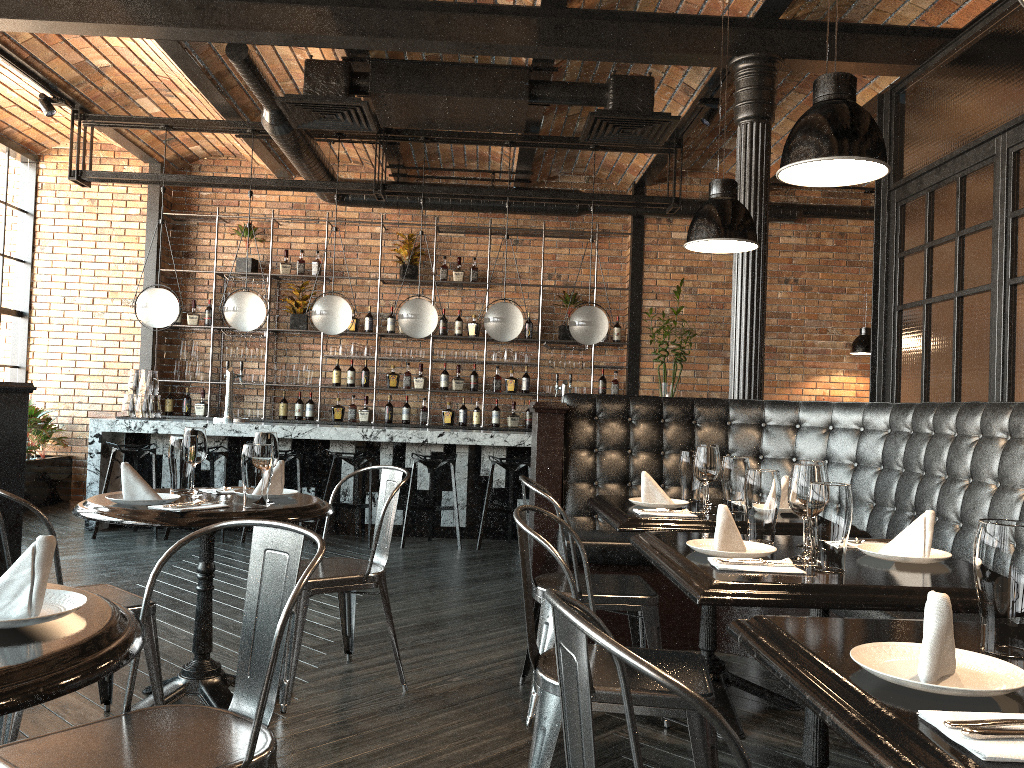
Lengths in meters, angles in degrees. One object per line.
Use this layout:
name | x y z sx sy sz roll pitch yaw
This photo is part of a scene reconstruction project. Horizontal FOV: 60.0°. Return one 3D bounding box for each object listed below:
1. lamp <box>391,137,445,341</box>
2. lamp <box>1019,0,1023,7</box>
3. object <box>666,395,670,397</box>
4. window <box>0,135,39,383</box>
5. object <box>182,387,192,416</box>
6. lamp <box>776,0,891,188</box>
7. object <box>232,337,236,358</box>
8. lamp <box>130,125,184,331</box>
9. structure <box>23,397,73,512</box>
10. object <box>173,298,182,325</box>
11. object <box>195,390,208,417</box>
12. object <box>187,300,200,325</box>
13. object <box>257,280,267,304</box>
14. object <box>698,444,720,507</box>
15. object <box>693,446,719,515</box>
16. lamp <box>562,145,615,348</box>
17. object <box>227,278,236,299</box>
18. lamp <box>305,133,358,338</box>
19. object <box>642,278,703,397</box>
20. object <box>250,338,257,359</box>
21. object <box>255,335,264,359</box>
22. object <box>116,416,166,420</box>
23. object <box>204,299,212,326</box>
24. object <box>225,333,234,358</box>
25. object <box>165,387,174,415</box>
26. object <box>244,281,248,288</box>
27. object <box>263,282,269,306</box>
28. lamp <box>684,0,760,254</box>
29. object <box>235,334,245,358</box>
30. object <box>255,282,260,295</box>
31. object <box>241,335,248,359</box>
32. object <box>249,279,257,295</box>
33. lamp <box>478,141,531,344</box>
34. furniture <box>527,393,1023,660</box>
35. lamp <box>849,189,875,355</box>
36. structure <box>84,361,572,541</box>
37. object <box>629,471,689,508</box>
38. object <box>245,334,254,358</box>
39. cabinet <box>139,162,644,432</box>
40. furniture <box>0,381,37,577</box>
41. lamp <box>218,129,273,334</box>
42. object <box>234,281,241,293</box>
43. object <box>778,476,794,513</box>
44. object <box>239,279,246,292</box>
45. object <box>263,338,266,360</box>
lamp | -0.778 -1.244 7.601 0.340 1.754 0.340 1 -2 44
lamp | 0.933 -1.417 1.311 0.291 1.653 0.291 1 -2 43
object | 1.573 0.302 8.522 0.319 0.397 0.316 3 -2 -43
window | -4.703 -0.904 0.957 0.168 3.253 16.179 2 -1 -2
object | -3.386 0.184 9.243 0.086 0.297 0.086 1 -2 32
lamp | 0.894 -1.391 2.412 0.291 1.653 0.291 1 -2 43
object | -2.939 -0.395 9.372 0.092 0.244 0.092 2 -1 4
lamp | -2.973 -1.328 7.525 0.340 1.754 0.340 1 -2 44
structure | -4.575 0.595 6.987 0.757 1.072 4.107 2 -1 -3
object | -3.510 -0.755 9.318 0.086 0.298 0.086 4 -2 -43
object | -3.230 0.200 9.260 0.123 0.279 0.123 2 -1 12
object | -3.331 -0.738 9.279 0.123 0.279 0.123 2 -2 -13
object | -2.600 -0.959 9.232 0.092 0.244 0.092 2 -1 4
object | 0.779 0.361 3.521 0.092 0.244 0.092 2 -2 15
object | 0.708 0.352 3.249 0.092 0.244 0.092 3 -2 -19
lamp | 0.686 -1.188 7.651 0.340 1.754 0.340 1 -2 44
object | -2.912 -0.971 9.222 0.092 0.244 0.092 2 -1 4
lamp | -1.510 -1.272 7.575 0.340 1.754 0.340 1 -2 44
object | 1.601 -0.266 8.903 0.584 1.546 0.673 1 -2 37
object | -2.731 -0.387 9.379 0.092 0.244 0.092 2 -1 4
object | -2.621 -0.387 9.218 0.092 0.244 0.092 2 -1 4
object | -3.160 0.289 7.566 0.273 0.019 0.437 2 -1 -2
object | -3.176 -0.743 9.301 0.086 0.299 0.086 4 -2 -43
object | -2.934 -0.399 9.207 0.092 0.244 0.092 2 -1 4
object | -3.578 0.178 9.267 0.086 0.299 0.086 4 -2 -43
object | -2.808 -0.963 9.390 0.092 0.244 0.092 2 -1 4
object | -2.606 -0.955 9.397 0.092 0.244 0.092 2 -1 4
lamp | 0.855 -1.364 3.514 0.291 1.653 0.291 1 -2 43
object | -2.824 -0.395 9.211 0.092 0.244 0.092 2 -1 4
object | -2.709 -0.959 9.394 0.092 0.244 0.092 2 -1 4
object | -2.830 -0.391 9.375 0.092 0.244 0.092 2 -1 4
object | -2.704 -0.963 9.229 0.092 0.244 0.092 2 -1 4
lamp | -0.046 -1.216 7.626 0.340 1.754 0.340 1 -2 44
furniture | 1.154 0.620 2.360 1.979 1.212 5.451 2 -1 -2
lamp | 3.558 -1.126 8.884 0.291 1.653 0.291 3 -2 -27
structure | -0.761 0.588 8.172 5.346 1.430 1.930 2 -1 -2
object | 0.573 0.410 3.449 0.232 0.139 0.232 4 -2 -44
object | -2.725 -0.391 9.214 0.092 0.244 0.092 2 -1 4
cabinet | -2.123 -0.547 9.291 7.075 3.779 0.564 2 -1 -2
furniture | -3.573 0.440 2.200 1.979 1.212 5.451 2 -1 -2
lamp | -2.241 -1.300 7.550 0.340 1.754 0.340 1 -2 44
object | -2.918 -0.967 9.386 0.092 0.244 0.092 2 -1 4
object | 1.028 0.427 3.450 0.232 0.139 0.232 4 -2 -44
object | -2.802 -0.967 9.225 0.092 0.244 0.092 2 -1 4
object | -2.627 -0.383 9.382 0.092 0.244 0.092 2 -1 4
